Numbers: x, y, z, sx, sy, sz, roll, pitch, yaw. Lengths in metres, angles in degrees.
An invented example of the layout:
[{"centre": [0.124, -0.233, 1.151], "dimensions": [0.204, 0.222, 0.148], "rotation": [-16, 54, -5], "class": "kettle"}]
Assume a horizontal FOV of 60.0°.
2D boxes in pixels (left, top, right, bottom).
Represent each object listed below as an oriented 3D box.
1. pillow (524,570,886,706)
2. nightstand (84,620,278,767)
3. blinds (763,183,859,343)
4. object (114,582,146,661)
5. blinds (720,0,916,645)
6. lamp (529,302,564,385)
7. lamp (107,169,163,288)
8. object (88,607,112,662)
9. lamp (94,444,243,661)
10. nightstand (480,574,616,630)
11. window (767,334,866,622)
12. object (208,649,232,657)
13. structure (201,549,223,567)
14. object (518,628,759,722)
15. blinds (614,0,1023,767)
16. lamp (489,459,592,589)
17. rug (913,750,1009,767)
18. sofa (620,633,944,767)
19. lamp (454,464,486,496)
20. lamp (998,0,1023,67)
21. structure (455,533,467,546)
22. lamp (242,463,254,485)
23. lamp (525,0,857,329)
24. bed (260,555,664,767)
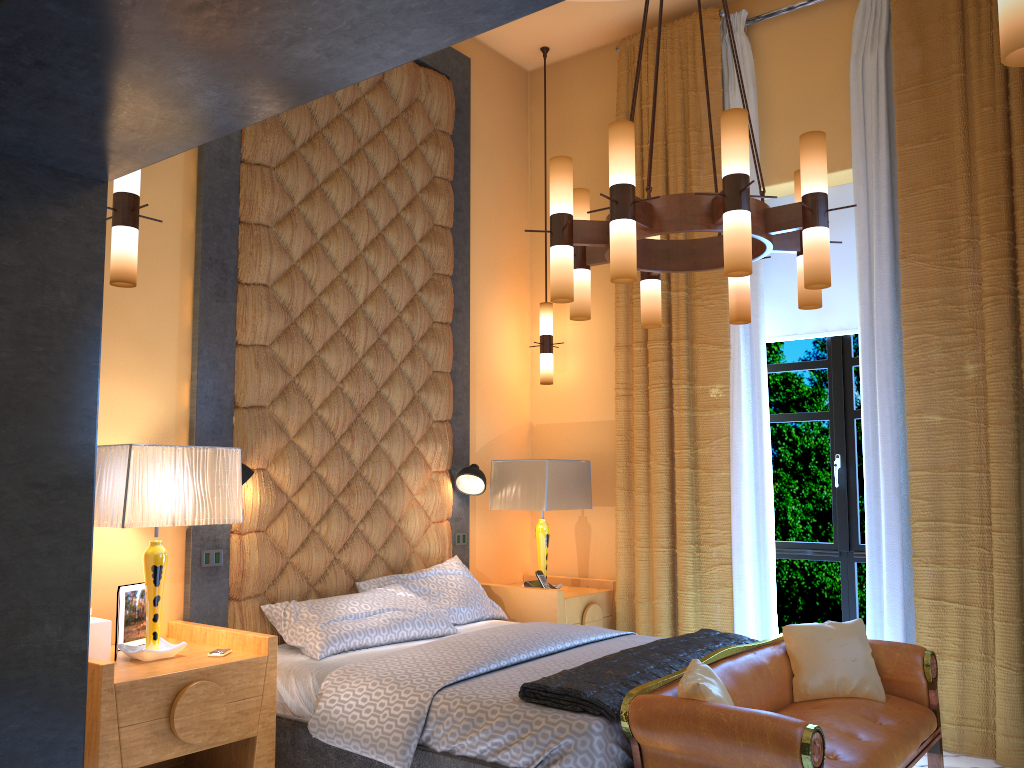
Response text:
[{"centre": [0.868, 1.173, 4.106], "dimensions": [1.147, 0.406, 2.633], "rotation": [1, -7, -11], "class": "pillow"}, {"centre": [-1.387, 1.320, 3.341], "dimensions": [0.721, 0.698, 0.709], "rotation": [-5, -7, 37], "class": "nightstand"}, {"centre": [1.854, -0.709, 5.096], "dimensions": [1.201, 0.871, 0.013], "rotation": [-5, -7, 37], "class": "blinds"}, {"centre": [-1.523, 0.928, 3.509], "dimensions": [0.077, 0.254, 0.386], "rotation": [0, -6, -2], "class": "object"}, {"centre": [1.624, -0.216, 4.836], "dimensions": [2.052, 4.068, 0.237], "rotation": [-4, -7, 35], "class": "blinds"}, {"centre": [0.224, -0.262, 5.768], "dimensions": [0.199, 0.531, 0.199], "rotation": [1, -5, -8], "class": "lamp"}, {"centre": [-1.345, -0.606, 3.091], "dimensions": [0.199, 0.531, 0.199], "rotation": [1, -5, -8], "class": "lamp"}, {"centre": [-1.593, 0.925, 3.286], "dimensions": [0.173, 0.210, 0.130], "rotation": [-4, -7, 37], "class": "object"}, {"centre": [-1.375, 0.644, 3.413], "dimensions": [0.424, 0.801, 0.506], "rotation": [-4, -7, 37], "class": "lamp"}, {"centre": [0.199, 1.559, 5.418], "dimensions": [0.721, 0.689, 0.681], "rotation": [-5, -7, 37], "class": "nightstand"}, {"centre": [1.863, 0.349, 5.007], "dimensions": [1.201, 2.994, 0.130], "rotation": [-4, -7, 37], "class": "window"}, {"centre": [-1.131, 1.041, 3.431], "dimensions": [0.064, 0.018, 0.111], "rotation": [0, -6, 2], "class": "object"}, {"centre": [-1.344, 0.779, 3.965], "dimensions": [0.016, 0.071, 0.103], "rotation": [-4, -7, 37], "class": "structure"}, {"centre": [0.599, 1.122, 3.540], "dimensions": [0.405, 0.104, 1.463], "rotation": [-5, -8, 37], "class": "object"}, {"centre": [1.605, -0.249, 4.749], "dimensions": [2.452, 4.138, 0.134], "rotation": [-4, -7, 37], "class": "blinds"}, {"centre": [0.181, 0.865, 5.378], "dimensions": [0.424, 0.801, 0.506], "rotation": [-4, -7, 37], "class": "lamp"}, {"centre": [0.590, 1.658, 3.284], "dimensions": [3.705, 0.016, 3.391], "rotation": [-5, -8, 37], "class": "rug"}, {"centre": [1.077, 1.334, 3.256], "dimensions": [0.651, 0.639, 1.617], "rotation": [-5, -8, 37], "class": "sofa"}, {"centre": [-0.061, 0.584, 5.292], "dimensions": [0.568, 0.217, 0.232], "rotation": [0, -6, -5], "class": "lamp"}, {"centre": [0.850, -0.803, 1.476], "dimensions": [0.199, 0.531, 0.199], "rotation": [1, -5, -8], "class": "lamp"}, {"centre": [-0.309, 0.931, 5.320], "dimensions": [0.016, 0.071, 0.103], "rotation": [-4, -7, 37], "class": "structure"}, {"centre": [-1.257, 0.420, 3.940], "dimensions": [0.214, 0.189, 0.186], "rotation": [3, -7, -25], "class": "lamp"}, {"centre": [0.655, -1.373, 3.399], "dimensions": [1.141, 2.164, 1.142], "rotation": [3, -6, -30], "class": "lamp"}, {"centre": [-0.041, 1.283, 4.022], "dimensions": [2.108, 0.823, 1.891], "rotation": [-5, -8, 37], "class": "bed"}]
